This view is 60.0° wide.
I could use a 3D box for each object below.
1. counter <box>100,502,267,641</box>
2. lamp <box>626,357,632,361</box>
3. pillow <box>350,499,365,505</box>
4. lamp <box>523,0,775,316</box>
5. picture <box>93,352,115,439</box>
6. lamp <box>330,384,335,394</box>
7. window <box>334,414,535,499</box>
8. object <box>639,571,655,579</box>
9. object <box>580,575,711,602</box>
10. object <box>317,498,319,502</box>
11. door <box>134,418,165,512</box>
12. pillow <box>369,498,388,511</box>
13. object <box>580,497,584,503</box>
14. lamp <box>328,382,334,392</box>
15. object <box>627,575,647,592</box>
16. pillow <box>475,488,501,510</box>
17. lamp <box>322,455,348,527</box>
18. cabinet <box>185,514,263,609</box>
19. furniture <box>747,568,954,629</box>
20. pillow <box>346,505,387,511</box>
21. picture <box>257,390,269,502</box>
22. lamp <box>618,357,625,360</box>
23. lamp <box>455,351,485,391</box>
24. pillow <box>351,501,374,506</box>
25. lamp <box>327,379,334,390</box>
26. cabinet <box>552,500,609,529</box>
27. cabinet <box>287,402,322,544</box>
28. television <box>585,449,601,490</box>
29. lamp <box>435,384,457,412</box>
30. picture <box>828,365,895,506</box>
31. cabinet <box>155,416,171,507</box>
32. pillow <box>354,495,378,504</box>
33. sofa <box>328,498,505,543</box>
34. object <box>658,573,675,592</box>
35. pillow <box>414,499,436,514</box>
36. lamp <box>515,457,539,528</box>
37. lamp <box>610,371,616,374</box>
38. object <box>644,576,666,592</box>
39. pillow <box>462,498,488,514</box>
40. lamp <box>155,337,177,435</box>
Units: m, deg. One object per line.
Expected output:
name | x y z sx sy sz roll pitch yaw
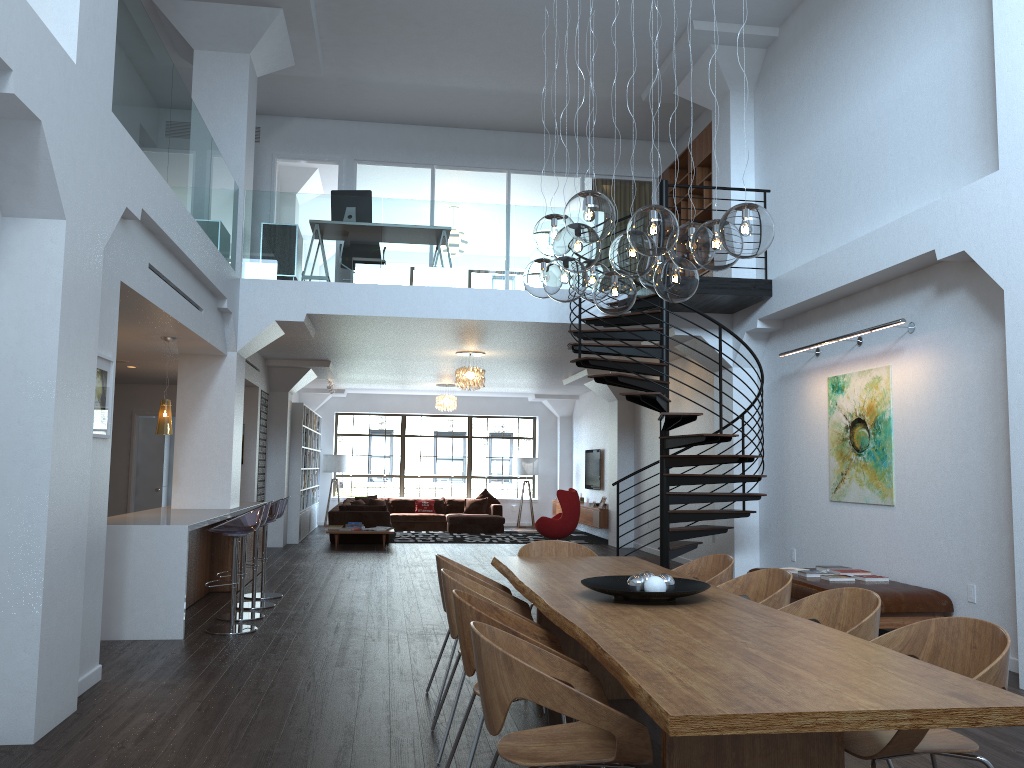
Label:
counter | -2.137 1.593 7.522 3.039 0.860 8.182 5 -7 -37
lamp | 1.699 -0.341 12.659 0.120 0.211 0.111 4 -7 -34
pillow | -2.957 2.450 17.361 0.325 0.391 0.625 0 -5 8
lamp | 0.596 -1.455 4.610 0.849 2.140 1.787 2 -5 -9
picture | -2.470 0.069 5.297 0.018 0.500 0.500 2 -5 -8
lamp | -3.675 0.109 18.158 0.120 0.211 0.111 4 -7 -34
window | -1.769 1.704 20.748 4.648 1.905 0.114 2 -5 -8
object | 0.631 0.927 4.145 0.100 0.100 0.100 -3 -7 37
object | 0.610 0.947 4.072 0.592 0.066 0.592 -4 -7 40
object | -4.390 2.538 19.360 0.331 0.088 0.410 2 -5 -8
door | -5.852 1.538 13.782 0.826 2.032 0.174 2 -5 -8
pillow | -2.861 2.600 18.904 0.489 0.337 0.238 5 -7 -38
object | 1.490 2.469 18.872 0.089 0.110 0.089 -3 -7 37
lamp | -3.602 0.061 17.646 0.111 0.211 0.120 -4 -7 41
object | 0.575 0.924 4.062 0.100 0.100 0.100 -3 -7 37
pillow | -0.611 2.578 19.418 0.651 0.587 0.335 4 -6 -29
lamp | -3.956 2.369 19.754 0.545 1.579 0.545 3 -6 -19
cabinet | -3.272 1.740 8.993 0.898 0.796 4.493 2 -5 -8
furniture | 2.756 1.860 7.487 0.907 0.453 1.819 2 -5 -8
pillow | -2.574 2.318 15.709 0.750 0.364 0.289 2 -5 -9
picture | -3.915 1.308 13.900 0.021 2.380 0.800 2 -5 -8
lamp | 1.627 -0.293 13.170 0.111 0.211 0.120 -4 -7 41
lamp | -0.608 -0.178 12.887 0.441 0.539 0.442 -3 -7 34
pillow | -2.648 2.300 15.970 0.559 0.411 0.269 -3 -7 38
lamp | -3.531 0.014 17.147 0.111 0.211 0.120 -2 -6 26
cabinet | 1.473 2.630 18.145 0.459 0.350 4.501 2 -5 -8
cabinet | -4.170 1.725 17.420 0.461 2.414 4.500 2 -5 -8
television | 1.650 1.754 18.186 0.013 0.816 1.324 2 -5 -8
lamp | -1.323 0.286 17.876 0.441 0.539 0.442 -3 -7 34
picture | 3.170 0.483 8.108 0.010 1.200 1.095 2 -5 -8
cabinet | -6.162 1.125 14.437 0.527 2.991 2.630 2 -5 -8
pillow | -3.064 2.586 18.975 0.580 0.418 0.334 5 -7 -35
sofa | -1.759 2.651 17.572 3.481 0.664 4.197 2 -5 -8
object | 0.699 0.921 4.070 0.100 0.100 0.100 -3 -7 37
pillow | -1.882 2.656 19.183 0.465 0.308 0.220 2 -6 -12
lamp | 0.328 2.475 20.252 0.545 1.579 0.545 1 -5 3
lamp | 1.555 -0.246 13.669 0.111 0.211 0.120 -2 -6 26
object | 0.644 0.914 3.986 0.100 0.100 0.100 -3 -7 37
pillow | -0.793 2.639 19.219 0.542 0.362 0.248 0 -6 13
lamp | -2.499 -0.315 9.410 0.149 1.807 2.842 -3 -6 31
